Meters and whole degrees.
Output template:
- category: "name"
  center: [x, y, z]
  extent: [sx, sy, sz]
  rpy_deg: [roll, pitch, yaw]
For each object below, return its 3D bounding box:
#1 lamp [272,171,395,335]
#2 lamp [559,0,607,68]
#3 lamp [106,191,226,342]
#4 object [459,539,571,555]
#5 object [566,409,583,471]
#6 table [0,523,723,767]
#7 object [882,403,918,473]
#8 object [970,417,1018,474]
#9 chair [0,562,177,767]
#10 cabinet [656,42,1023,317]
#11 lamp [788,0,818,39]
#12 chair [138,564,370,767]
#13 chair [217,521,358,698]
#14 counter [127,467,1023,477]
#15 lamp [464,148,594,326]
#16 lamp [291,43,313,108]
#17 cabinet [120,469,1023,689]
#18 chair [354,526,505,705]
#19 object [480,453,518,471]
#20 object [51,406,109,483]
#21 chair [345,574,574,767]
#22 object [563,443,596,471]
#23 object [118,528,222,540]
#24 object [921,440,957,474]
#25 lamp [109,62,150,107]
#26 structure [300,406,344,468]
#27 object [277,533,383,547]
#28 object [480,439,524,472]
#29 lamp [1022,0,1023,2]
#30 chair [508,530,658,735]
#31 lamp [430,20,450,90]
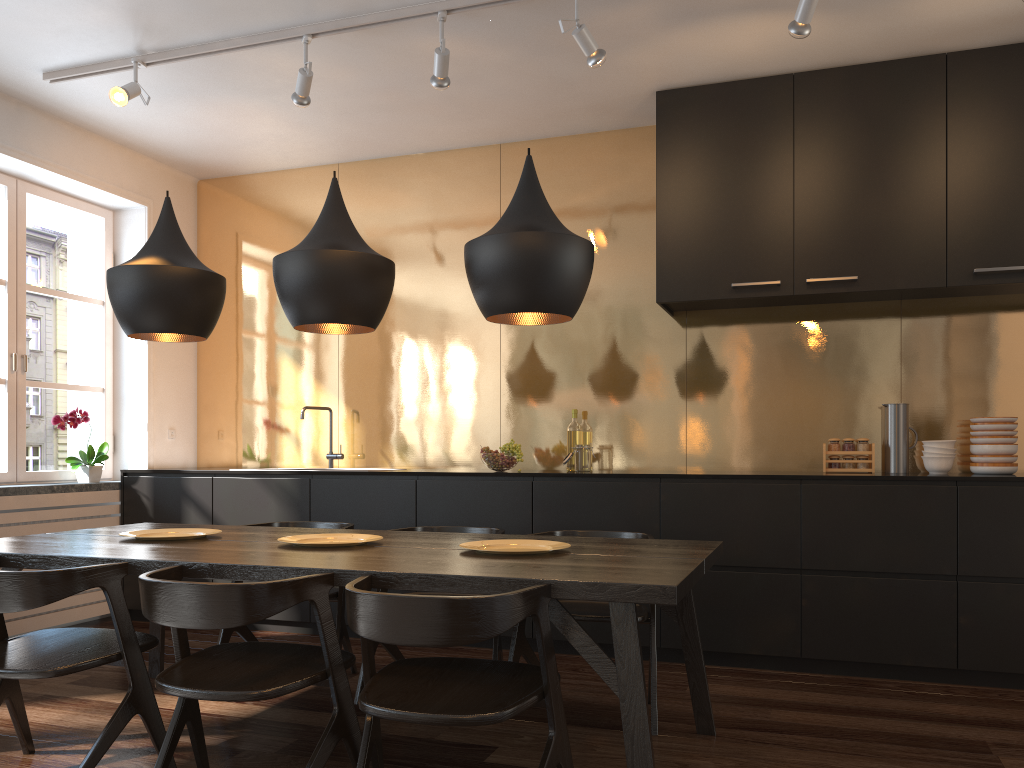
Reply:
- category: "lamp"
  center: [-0.606, -0.457, 3.023]
  extent: [0.411, 0.540, 0.411]
  rpy_deg: [0, -2, -5]
- category: "lamp"
  center: [0.896, -0.532, 3.914]
  extent: [1.835, 1.845, 0.089]
  rpy_deg: [2, -1, -37]
- category: "lamp"
  center: [-1.266, -0.440, 3.251]
  extent: [0.411, 0.540, 0.411]
  rpy_deg: [1, -2, -38]
- category: "object"
  center: [0.010, 0.521, 2.817]
  extent: [0.356, 0.016, 0.356]
  rpy_deg: [-2, -5, 22]
- category: "object"
  center: [0.347, 0.309, 4.894]
  extent: [0.092, 0.339, 0.092]
  rpy_deg: [0, 0, -14]
- category: "table"
  center: [-0.618, 0.883, 2.993]
  extent: [2.501, 0.678, 1.109]
  rpy_deg: [-1, -3, 19]
- category: "object"
  center: [1.906, 0.268, 4.345]
  extent: [0.164, 0.339, 0.114]
  rpy_deg: [0, -1, 22]
- category: "object"
  center: [2.256, 0.290, 4.141]
  extent: [0.198, 0.264, 0.198]
  rpy_deg: [0, -2, -7]
- category: "chair"
  center: [-1.379, 0.861, 2.645]
  extent: [0.593, 0.670, 0.520]
  rpy_deg: [-1, -2, 18]
- category: "cabinet"
  center: [1.712, -0.935, 4.281]
  extent: [1.956, 1.049, 0.532]
  rpy_deg: [-1, -1, 19]
- category: "lamp"
  center: [1.073, -1.392, 3.161]
  extent: [0.085, 0.239, 0.251]
  rpy_deg: [0, -2, -10]
- category: "chair"
  center: [-0.732, 0.845, 2.428]
  extent: [0.593, 0.670, 0.520]
  rpy_deg: [-1, -2, 20]
- category: "chair"
  center: [-0.945, 0.952, 3.839]
  extent: [0.593, 0.670, 0.520]
  rpy_deg: [-1, -2, 15]
- category: "counter"
  center: [0.218, 0.464, 4.695]
  extent: [5.061, 0.002, 0.734]
  rpy_deg: [-2, -5, 19]
- category: "lamp"
  center: [0.054, -0.474, 2.795]
  extent: [0.411, 0.540, 0.411]
  rpy_deg: [1, -2, -24]
- category: "lamp"
  center: [-0.886, -1.343, 3.826]
  extent: [0.085, 0.238, 0.252]
  rpy_deg: [0, -2, -30]
- category: "cabinet"
  center: [0.218, 0.913, 4.694]
  extent: [5.064, 0.899, 0.734]
  rpy_deg: [-1, -2, 19]
- category: "chair"
  center: [-0.282, 0.932, 3.580]
  extent: [0.593, 0.670, 0.520]
  rpy_deg: [-1, -2, 17]
- category: "object"
  center: [-0.061, 0.413, 4.668]
  extent: [0.219, 0.097, 0.219]
  rpy_deg: [2, -4, -24]
- category: "object"
  center: [-2.432, 0.346, 5.025]
  extent: [0.229, 0.436, 0.407]
  rpy_deg: [0, -2, -5]
- category: "chair"
  center: [-0.153, 0.829, 2.228]
  extent: [0.593, 0.670, 0.520]
  rpy_deg: [-1, -2, 17]
- category: "object"
  center: [0.360, 0.389, 4.720]
  extent: [0.176, 0.151, 0.088]
  rpy_deg: [0, -1, -4]
- category: "object"
  center: [-1.253, 0.554, 3.253]
  extent: [0.356, 0.016, 0.356]
  rpy_deg: [-2, -5, 22]
- category: "object"
  center: [2.045, 0.349, 4.237]
  extent: [0.154, 0.160, 0.158]
  rpy_deg: [2, -3, -43]
- category: "lamp"
  center: [-1.711, -1.331, 3.960]
  extent: [0.085, 0.239, 0.251]
  rpy_deg: [0, -2, 6]
- category: "structure"
  center: [-1.130, 0.327, 5.279]
  extent: [0.109, 0.385, 0.266]
  rpy_deg: [0, -1, 35]
- category: "object"
  center: [-0.622, 0.538, 3.035]
  extent: [0.356, 0.016, 0.357]
  rpy_deg: [0, -4, 0]
- category: "object"
  center: [-0.055, 0.373, 4.651]
  extent: [0.239, 0.173, 0.178]
  rpy_deg: [0, -2, 4]
- category: "lamp"
  center: [1.784, -1.411, 2.917]
  extent: [0.085, 0.239, 0.251]
  rpy_deg: [0, -2, -5]
- category: "chair"
  center: [0.293, 0.917, 3.382]
  extent: [0.593, 0.670, 0.520]
  rpy_deg: [-1, -2, 18]
- category: "lamp"
  center: [-0.278, -1.357, 3.625]
  extent: [0.085, 0.239, 0.251]
  rpy_deg: [0, -2, -15]
